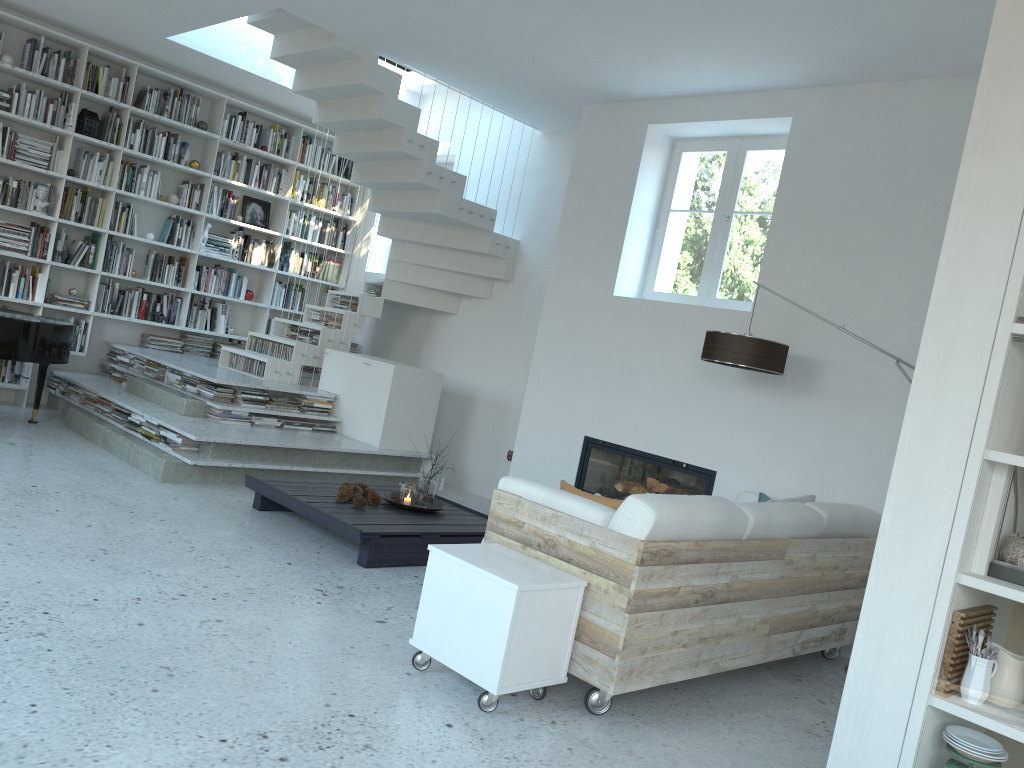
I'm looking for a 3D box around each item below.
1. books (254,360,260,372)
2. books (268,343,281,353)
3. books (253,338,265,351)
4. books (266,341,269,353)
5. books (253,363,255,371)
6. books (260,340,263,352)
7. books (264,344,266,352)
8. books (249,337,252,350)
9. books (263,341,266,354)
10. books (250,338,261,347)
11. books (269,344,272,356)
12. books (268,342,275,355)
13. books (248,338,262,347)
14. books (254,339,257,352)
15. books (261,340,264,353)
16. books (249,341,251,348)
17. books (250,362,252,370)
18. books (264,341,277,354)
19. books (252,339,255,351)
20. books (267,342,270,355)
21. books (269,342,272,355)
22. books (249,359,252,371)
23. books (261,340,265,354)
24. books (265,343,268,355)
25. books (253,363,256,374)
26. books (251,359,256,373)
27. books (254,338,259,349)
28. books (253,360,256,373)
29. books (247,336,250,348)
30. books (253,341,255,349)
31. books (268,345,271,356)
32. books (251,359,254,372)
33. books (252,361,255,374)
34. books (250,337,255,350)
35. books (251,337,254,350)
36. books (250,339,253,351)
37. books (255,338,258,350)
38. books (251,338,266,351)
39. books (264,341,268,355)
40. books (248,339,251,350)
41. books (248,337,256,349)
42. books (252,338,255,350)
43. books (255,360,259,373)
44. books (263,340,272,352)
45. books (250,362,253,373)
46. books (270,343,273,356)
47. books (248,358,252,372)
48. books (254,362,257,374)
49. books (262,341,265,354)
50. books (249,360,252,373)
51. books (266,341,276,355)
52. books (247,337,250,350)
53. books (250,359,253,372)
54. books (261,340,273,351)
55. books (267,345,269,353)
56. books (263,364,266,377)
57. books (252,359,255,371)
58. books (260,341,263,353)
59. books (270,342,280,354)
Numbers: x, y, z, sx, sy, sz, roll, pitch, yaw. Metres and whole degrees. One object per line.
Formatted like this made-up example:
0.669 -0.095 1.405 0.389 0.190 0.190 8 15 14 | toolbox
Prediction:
-2.203 -0.141 7.804 0.125 0.125 0.007 9 3 -45 | books
-2.126 -0.309 7.962 0.125 0.125 0.008 9 3 -45 | books
-2.310 -0.352 8.150 0.125 0.125 0.008 9 3 -45 | books
-2.149 -0.314 7.985 0.125 0.125 0.007 9 3 -45 | books
-2.218 -0.145 7.819 0.125 0.125 0.008 9 3 -45 | books
-2.224 -0.332 8.062 0.125 0.125 0.007 9 3 -45 | books
-2.177 -0.321 8.014 0.125 0.125 0.007 9 3 -45 | books
-2.362 -0.364 8.202 0.125 0.125 0.009 9 3 -45 | books
-2.184 -0.322 8.021 0.125 0.125 0.009 9 3 -45 | books
-2.357 -0.363 8.197 0.125 0.125 0.007 9 3 -45 | books
-2.105 -0.304 7.941 0.125 0.125 0.008 9 3 -45 | books
-2.120 -0.307 7.957 0.125 0.125 0.008 9 3 -45 | books
-2.383 -0.369 8.224 0.125 0.125 0.009 9 3 -45 | books
-2.298 -0.349 8.137 0.125 0.125 0.010 9 3 -45 | books
-2.209 -0.328 8.046 0.125 0.125 0.008 9 3 -45 | books
-2.367 -0.365 8.208 0.125 0.125 0.008 9 3 -45 | books
-2.256 -0.154 7.858 0.125 0.125 0.008 9 3 -45 | books
-2.171 -0.319 8.008 0.125 0.125 0.010 9 3 -45 | books
-2.321 -0.354 8.160 0.125 0.125 0.007 9 3 -45 | books
-2.133 -0.310 7.969 0.125 0.125 0.010 9 3 -45 | books
-2.110 -0.305 7.947 0.125 0.125 0.008 9 3 -45 | books
-2.266 -0.156 7.868 0.125 0.125 0.008 9 3 -45 | books
-2.204 -0.327 8.042 0.125 0.125 0.008 9 3 -45 | books
-2.155 -0.315 7.991 0.125 0.125 0.010 9 3 -45 | books
-2.208 -0.142 7.809 0.125 0.125 0.008 9 3 -45 | books
-2.235 -0.149 7.836 0.125 0.125 0.008 9 3 -45 | books
-2.305 -0.351 8.144 0.125 0.125 0.008 9 3 -45 | books
-2.213 -0.143 7.814 0.125 0.125 0.008 9 3 -45 | books
-2.394 -0.372 8.235 0.125 0.125 0.008 9 3 -45 | books
-2.316 -0.353 8.155 0.125 0.125 0.007 9 3 -45 | books
-2.115 -0.306 7.952 0.125 0.125 0.008 9 3 -45 | books
-2.241 -0.150 7.842 0.125 0.125 0.008 9 3 -45 | books
-2.225 -0.146 7.826 0.125 0.125 0.010 9 3 -45 | books
-2.352 -0.362 8.192 0.125 0.125 0.008 9 3 -45 | books
-2.339 -0.359 8.179 0.125 0.125 0.012 9 3 -45 | books
-2.345 -0.360 8.185 0.125 0.125 0.010 9 3 -45 | books
-2.291 -0.347 8.130 0.125 0.125 0.010 9 3 -45 | books
-2.332 -0.357 8.171 0.125 0.125 0.008 9 3 -45 | books
-2.162 -0.317 7.999 0.125 0.125 0.014 9 3 -45 | books
-2.372 -0.367 8.213 0.125 0.125 0.007 9 3 -45 | books
-2.378 -0.368 8.218 0.125 0.125 0.008 9 3 -45 | books
-2.326 -0.356 8.165 0.125 0.125 0.007 9 3 -45 | books
-2.191 -0.138 7.791 0.125 0.125 0.011 9 3 -45 | books
-2.189 -0.323 8.026 0.125 0.125 0.010 9 3 -45 | books
-2.246 -0.151 7.847 0.125 0.125 0.007 9 3 -45 | books
-2.095 -0.301 7.931 0.125 0.125 0.008 9 3 -45 | books
-2.272 -0.157 7.874 0.125 0.125 0.008 9 3 -45 | books
-2.198 -0.140 7.798 0.125 0.125 0.008 9 3 -45 | books
-2.197 -0.325 8.034 0.125 0.125 0.011 9 3 -45 | books
-2.261 -0.155 7.863 0.125 0.125 0.008 9 3 -45 | books
-2.143 -0.313 7.980 0.125 0.125 0.007 9 3 -45 | books
-2.388 -0.370 8.229 0.125 0.125 0.008 9 3 -45 | books
-2.251 -0.152 7.853 0.125 0.125 0.008 9 3 -45 | books
-2.214 -0.329 8.051 0.125 0.125 0.008 9 3 -45 | books
-2.138 -0.311 7.975 0.125 0.125 0.007 9 3 -45 | books
-2.088 -0.114 7.687 0.125 0.125 0.009 9 3 -45 | books
-2.230 -0.147 7.831 0.125 0.125 0.010 9 3 -45 | books
-2.219 -0.330 8.057 0.125 0.125 0.007 9 3 -45 | books
-2.100 -0.302 7.936 0.125 0.125 0.007 9 3 -45 | books
